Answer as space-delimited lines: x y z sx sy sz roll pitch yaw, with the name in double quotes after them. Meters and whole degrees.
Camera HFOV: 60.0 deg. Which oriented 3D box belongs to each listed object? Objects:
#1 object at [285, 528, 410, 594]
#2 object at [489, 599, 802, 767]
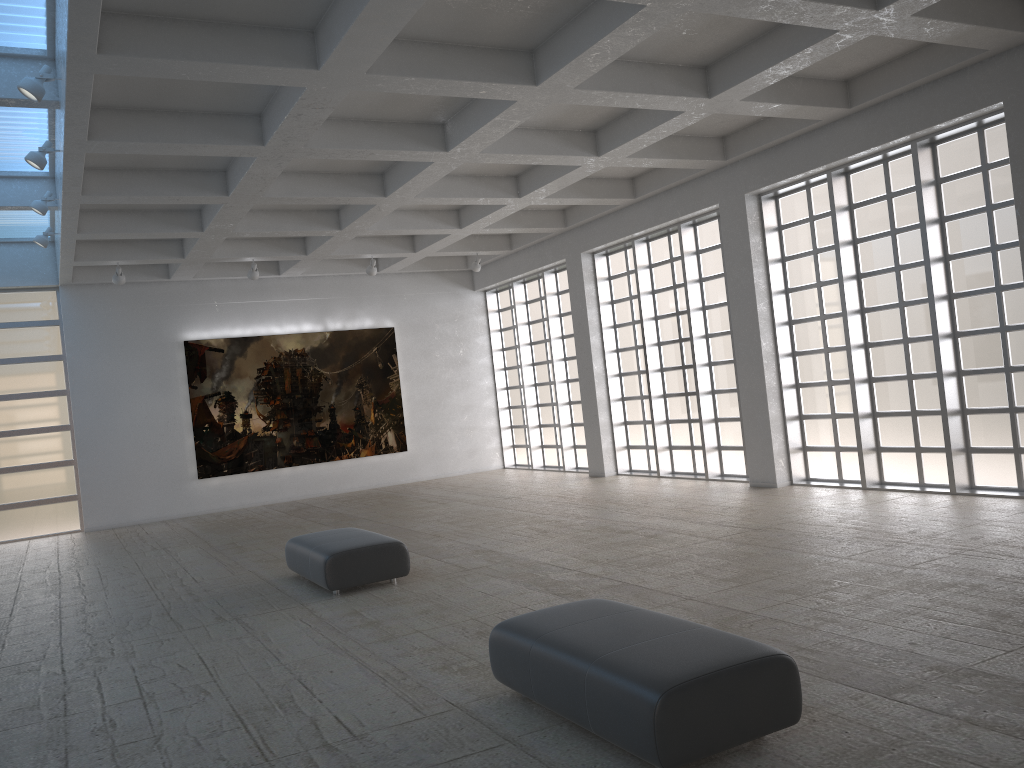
-3.231 3.340 17.071 1.616 0.828 3.044 -6 -1 -27 "object"
1.130 2.785 8.627 1.616 0.828 3.044 -6 -1 -27 "object"
